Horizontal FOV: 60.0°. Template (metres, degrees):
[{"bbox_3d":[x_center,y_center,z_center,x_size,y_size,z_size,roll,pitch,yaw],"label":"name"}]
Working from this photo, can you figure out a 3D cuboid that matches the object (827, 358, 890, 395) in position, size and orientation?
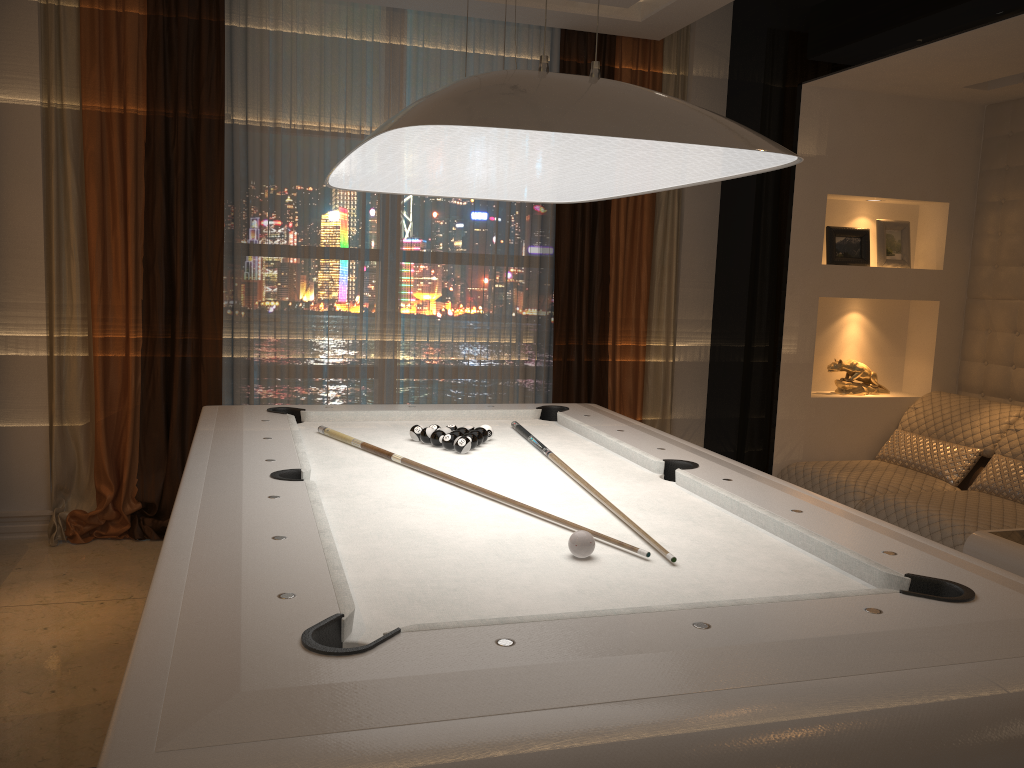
[{"bbox_3d":[1.894,-0.035,4.834,0.409,0.202,0.124,1,7,-13],"label":"object"}]

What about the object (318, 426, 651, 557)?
[{"bbox_3d":[-0.194,0.257,2.482,0.028,0.026,1.605,-3,9,-37],"label":"object"}]

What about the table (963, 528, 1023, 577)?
[{"bbox_3d":[2.320,0.822,3.244,1.143,0.457,0.608,0,7,-17],"label":"table"}]

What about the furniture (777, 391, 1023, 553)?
[{"bbox_3d":[2.059,0.520,4.128,1.107,0.810,1.312,0,7,-17],"label":"furniture"}]

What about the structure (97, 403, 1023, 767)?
[{"bbox_3d":[-0.058,0.635,2.511,1.659,0.812,2.912,0,7,-17],"label":"structure"}]

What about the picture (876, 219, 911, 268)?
[{"bbox_3d":[2.027,-0.741,4.725,0.211,0.262,0.094,0,7,-17],"label":"picture"}]

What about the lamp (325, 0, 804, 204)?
[{"bbox_3d":[0.024,-1.043,2.308,0.939,0.995,1.578,0,7,-17],"label":"lamp"}]

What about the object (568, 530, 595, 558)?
[{"bbox_3d":[0.146,0.335,1.854,0.057,0.057,0.057,9,10,42],"label":"object"}]

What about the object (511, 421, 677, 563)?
[{"bbox_3d":[0.170,0.256,2.598,0.028,0.026,1.605,1,7,-12],"label":"object"}]

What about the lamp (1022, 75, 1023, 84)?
[{"bbox_3d":[2.351,-1.391,3.974,0.107,0.127,0.107,-3,9,-35],"label":"lamp"}]

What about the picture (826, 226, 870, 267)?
[{"bbox_3d":[1.754,-0.716,4.649,0.264,0.209,0.090,0,7,-17],"label":"picture"}]

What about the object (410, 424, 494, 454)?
[{"bbox_3d":[-0.165,0.176,3.016,0.265,0.057,0.299,-4,10,-42],"label":"object"}]
